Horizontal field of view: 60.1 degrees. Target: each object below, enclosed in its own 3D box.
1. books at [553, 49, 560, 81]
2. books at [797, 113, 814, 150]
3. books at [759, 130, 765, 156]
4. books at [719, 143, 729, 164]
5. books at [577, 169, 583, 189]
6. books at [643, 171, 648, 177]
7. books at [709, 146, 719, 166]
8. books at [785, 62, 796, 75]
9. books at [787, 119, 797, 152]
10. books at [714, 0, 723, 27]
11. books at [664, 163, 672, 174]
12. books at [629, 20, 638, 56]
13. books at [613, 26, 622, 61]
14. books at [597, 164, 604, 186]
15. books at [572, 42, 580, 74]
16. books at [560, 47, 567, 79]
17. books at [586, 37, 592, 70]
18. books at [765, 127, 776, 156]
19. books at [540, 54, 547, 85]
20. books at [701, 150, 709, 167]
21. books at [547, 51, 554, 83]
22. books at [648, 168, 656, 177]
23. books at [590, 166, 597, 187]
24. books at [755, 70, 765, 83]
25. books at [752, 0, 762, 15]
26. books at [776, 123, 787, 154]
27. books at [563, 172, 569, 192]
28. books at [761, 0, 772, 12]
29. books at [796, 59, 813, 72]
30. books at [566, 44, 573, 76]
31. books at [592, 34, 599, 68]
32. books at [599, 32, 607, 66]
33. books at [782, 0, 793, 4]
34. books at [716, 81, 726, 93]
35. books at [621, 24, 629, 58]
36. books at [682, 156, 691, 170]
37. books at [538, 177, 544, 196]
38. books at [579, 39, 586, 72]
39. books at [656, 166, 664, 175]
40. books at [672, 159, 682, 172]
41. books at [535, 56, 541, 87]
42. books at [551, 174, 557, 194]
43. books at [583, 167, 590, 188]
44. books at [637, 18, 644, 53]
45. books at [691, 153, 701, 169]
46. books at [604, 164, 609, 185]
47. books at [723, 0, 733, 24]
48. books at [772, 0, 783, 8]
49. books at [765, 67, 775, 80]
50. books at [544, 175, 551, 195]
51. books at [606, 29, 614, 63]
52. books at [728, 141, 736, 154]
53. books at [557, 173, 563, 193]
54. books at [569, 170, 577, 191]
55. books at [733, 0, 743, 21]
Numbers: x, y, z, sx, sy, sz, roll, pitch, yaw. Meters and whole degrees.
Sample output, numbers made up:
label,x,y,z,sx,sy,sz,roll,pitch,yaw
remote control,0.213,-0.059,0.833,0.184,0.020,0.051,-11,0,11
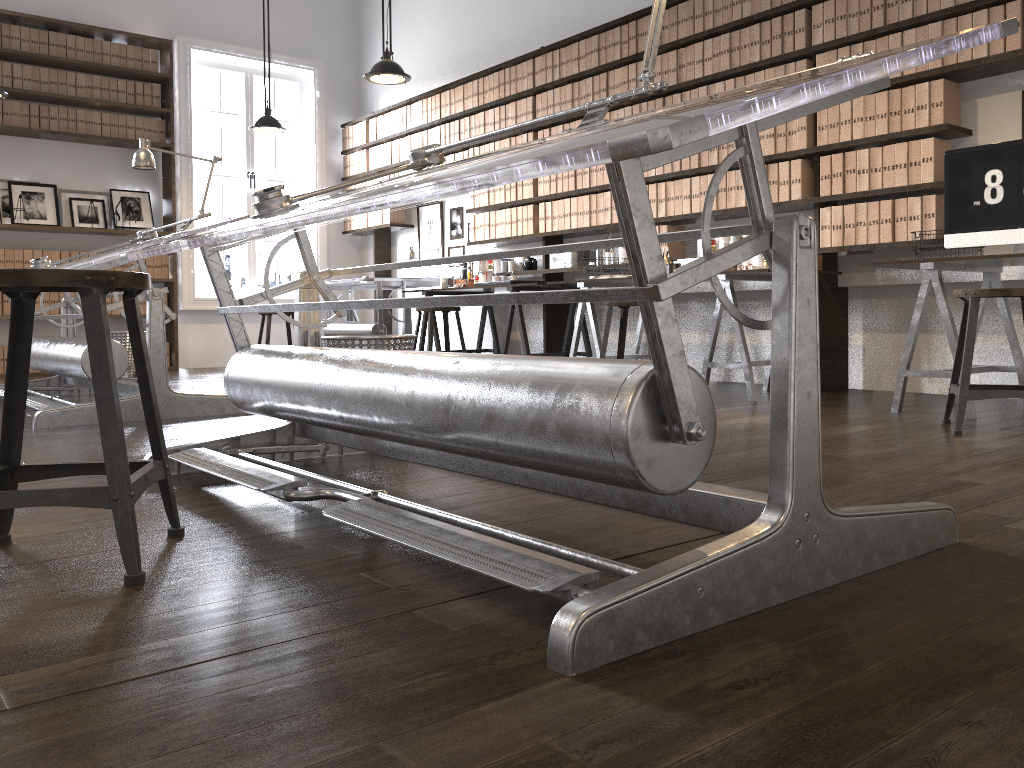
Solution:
label,x,y,z,sx,sy,sz,roll,pitch,yaw
books,0.391,-2.329,6.517,0.174,0.225,0.067,-2,2,-38
books,1.662,-1.397,4.928,0.175,0.225,0.067,-2,2,-38
books,1.496,-1.411,5.143,0.175,0.225,0.067,-2,2,-38
books,1.332,-1.425,5.356,0.174,0.225,0.067,-2,2,-38
books,0.549,-1.489,6.351,0.175,0.225,0.067,-2,2,-38
books,0.934,-1.458,5.863,0.174,0.225,0.067,-2,2,-38
books,1.285,-1.428,5.409,0.174,0.225,0.067,-2,2,-38
books,1.617,-1.678,4.982,0.175,0.225,0.067,-2,2,-38
books,1.627,-1.401,4.984,0.174,0.225,0.067,-2,2,-38
books,1.305,-2.255,5.364,0.174,0.225,0.067,-2,2,-38
books,1.061,-1.446,5.690,0.175,0.225,0.067,-2,2,-38
books,0.864,-2.290,5.913,0.175,0.225,0.067,-2,2,-38
books,0.774,-2.298,6.028,0.174,0.225,0.067,-2,2,-38
books,0.680,-1.478,6.184,0.175,0.225,0.067,-2,2,-38
books,0.519,-2.319,6.351,0.175,0.225,0.067,-2,2,-38
books,0.437,-2.326,6.465,0.174,0.225,0.067,-2,2,-38
books,0.606,-2.312,6.247,0.175,0.225,0.067,-2,2,-38
books,1.536,-1.408,5.090,0.175,0.225,0.067,-2,2,-38
books,0.299,-2.336,6.629,0.175,0.225,0.067,-2,2,-38
books,1.245,-1.432,5.467,0.175,0.225,0.067,-2,2,-38
books,0.343,-2.333,6.572,0.175,0.225,0.067,-2,2,-38
books,0.974,-1.454,5.806,0.174,0.225,0.067,-2,2,-38
books,0.636,-1.482,6.240,0.174,0.225,0.067,-2,2,-38
books,1.491,-1.688,5.140,0.174,0.225,0.067,-2,2,-38
books,1.473,-2.241,5.146,0.175,0.225,0.067,-2,2,-38
books,1.582,-1.404,5.037,0.175,0.225,0.067,-2,2,-38
books,0.456,-1.497,6.468,0.175,0.225,0.067,-2,2,-38
books,1.511,-2.237,5.091,0.175,0.225,0.067,-2,2,-38
books,1.661,-1.674,4.927,0.175,0.225,0.067,-2,2,-38
books,0.479,-2.322,6.409,0.175,0.225,0.067,-2,2,-38
books,0.643,-2.308,6.192,0.175,0.225,0.067,-2,2,-38
books,0.690,-2.305,6.142,0.175,0.225,0.067,-2,2,-38
books,1.601,-2.230,4.986,0.174,0.225,0.067,-2,2,-38
books,1.316,-1.702,5.362,0.175,0.225,0.067,-2,2,-38
books,0.822,-2.294,5.976,0.175,0.225,0.067,-2,2,-38
books,1.153,-1.440,5.585,0.175,0.225,0.067,-2,2,-38
books,0.284,-1.511,6.681,0.174,0.225,0.067,-2,2,-38
books,0.566,-2.315,6.295,0.175,0.225,0.067,-2,2,-38
books,1.016,-1.450,5.747,0.175,0.225,0.067,-2,2,-38
books,1.104,-1.443,5.643,0.175,0.225,0.067,-2,2,-38
books,0.263,-2.340,6.681,0.175,0.225,0.067,-2,2,-38
books,0.371,-1.503,6.565,0.175,0.225,0.067,-2,2,-38
books,0.589,-1.485,6.293,0.174,0.225,0.067,-2,2,-38
books,0.914,-2.287,5.858,0.175,0.225,0.067,-2,2,-38
books,1.194,-1.436,5.523,0.175,0.225,0.067,-2,2,-38
books,0.717,-1.475,6.127,0.175,0.225,0.067,-2,2,-38
books,1.346,-2.251,5.308,0.175,0.225,0.067,-2,2,-38
books,1.557,-2.234,5.041,0.175,0.225,0.067,-2,2,-38
books,1.533,-1.684,5.081,0.175,0.225,0.067,-2,2,-38
books,0.327,-1.507,6.622,0.175,0.225,0.067,-2,2,-38
books,0.734,-2.302,6.087,0.174,0.225,0.067,-2,2,-38
books,1.376,-1.421,5.300,0.175,0.225,0.067,-2,2,-38
books,0.414,-1.500,6.518,0.175,0.225,0.067,-2,2,-38
books,0.498,-1.493,6.407,0.175,0.225,0.067,-2,2,-38
books,1.387,-2.247,5.250,0.175,0.225,0.067,-2,2,-38
